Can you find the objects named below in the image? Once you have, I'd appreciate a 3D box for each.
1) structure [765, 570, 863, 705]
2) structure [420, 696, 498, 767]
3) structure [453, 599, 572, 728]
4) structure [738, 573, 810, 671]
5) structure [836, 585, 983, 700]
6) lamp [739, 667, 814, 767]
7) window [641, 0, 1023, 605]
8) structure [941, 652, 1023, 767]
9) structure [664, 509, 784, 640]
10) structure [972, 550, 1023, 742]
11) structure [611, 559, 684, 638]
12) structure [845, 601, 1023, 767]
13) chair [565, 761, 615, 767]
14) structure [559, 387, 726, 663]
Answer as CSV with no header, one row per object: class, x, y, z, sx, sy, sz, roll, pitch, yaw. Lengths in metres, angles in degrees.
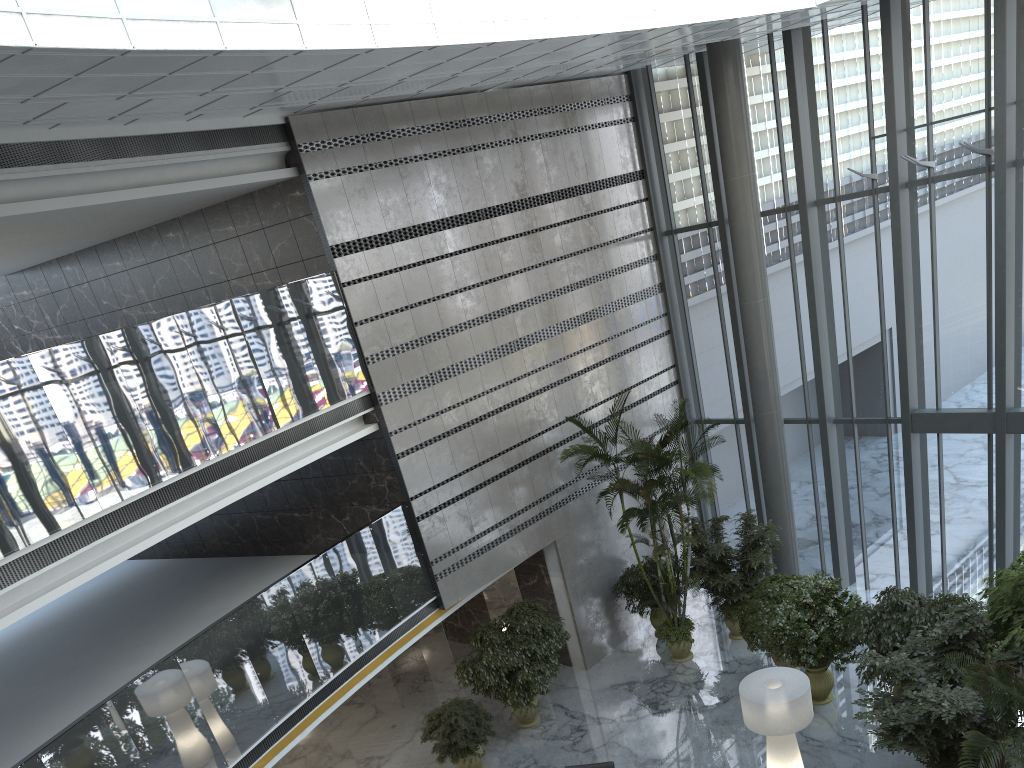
structure,4.411,3.677,12.400,1.355,2.172,1.144,-19,21,-14
structure,-0.786,5.306,12.814,1.128,1.467,1.130,-24,21,-27
structure,0.101,4.549,13.624,2.003,2.183,1.494,-17,19,-10
structure,4.243,3.742,13.318,1.435,1.779,1.445,-9,19,16
structure,5.381,3.635,11.525,1.625,2.089,1.847,-17,18,-9
lamp,3.364,4.449,10.698,0.819,1.843,0.776,-23,23,-22
window,0.998,0.888,7.686,18.010,11.130,12.790,-21,17,-26
structure,4.577,3.715,7.652,1.381,3.815,1.127,0,26,31
structure,3.709,3.254,14.517,1.829,2.534,1.719,-2,22,31
structure,6.756,3.001,9.803,3.064,3.270,3.554,-24,19,-27
structure,2.490,3.844,15.328,1.395,1.708,1.024,-14,20,1
structure,5.017,3.831,9.731,2.181,2.575,2.172,-2,22,34
chair,1.054,5.475,11.311,0.722,0.741,0.662,-10,18,13
structure,2.357,2.423,13.727,2.335,5.138,2.391,-28,25,-32
